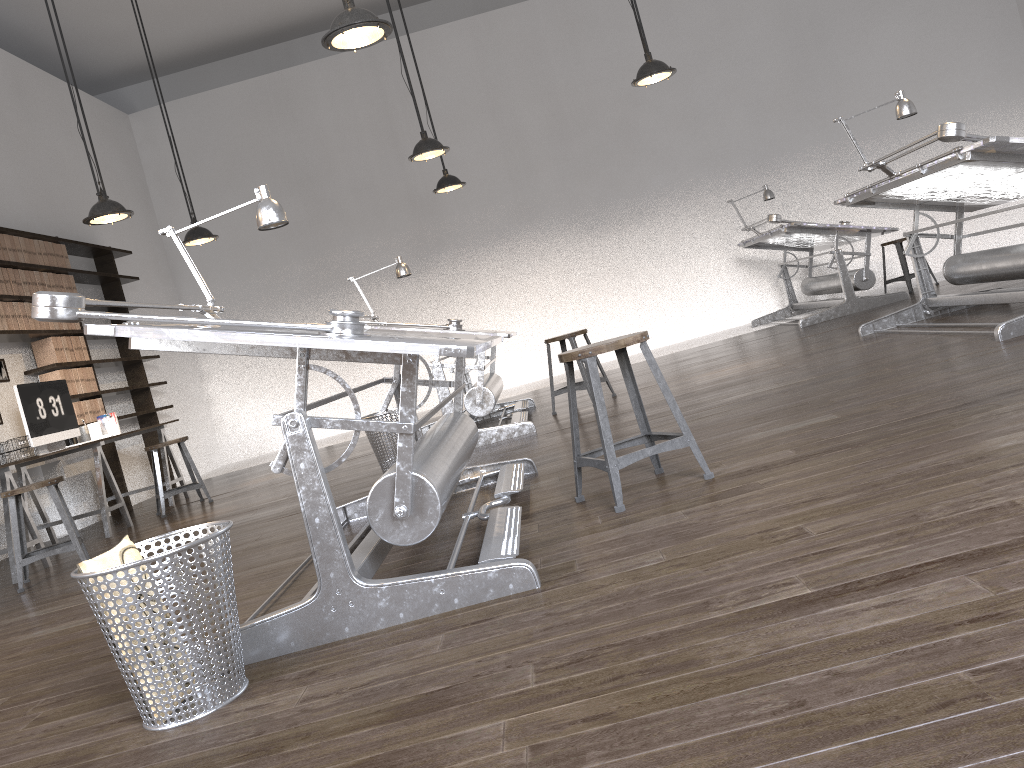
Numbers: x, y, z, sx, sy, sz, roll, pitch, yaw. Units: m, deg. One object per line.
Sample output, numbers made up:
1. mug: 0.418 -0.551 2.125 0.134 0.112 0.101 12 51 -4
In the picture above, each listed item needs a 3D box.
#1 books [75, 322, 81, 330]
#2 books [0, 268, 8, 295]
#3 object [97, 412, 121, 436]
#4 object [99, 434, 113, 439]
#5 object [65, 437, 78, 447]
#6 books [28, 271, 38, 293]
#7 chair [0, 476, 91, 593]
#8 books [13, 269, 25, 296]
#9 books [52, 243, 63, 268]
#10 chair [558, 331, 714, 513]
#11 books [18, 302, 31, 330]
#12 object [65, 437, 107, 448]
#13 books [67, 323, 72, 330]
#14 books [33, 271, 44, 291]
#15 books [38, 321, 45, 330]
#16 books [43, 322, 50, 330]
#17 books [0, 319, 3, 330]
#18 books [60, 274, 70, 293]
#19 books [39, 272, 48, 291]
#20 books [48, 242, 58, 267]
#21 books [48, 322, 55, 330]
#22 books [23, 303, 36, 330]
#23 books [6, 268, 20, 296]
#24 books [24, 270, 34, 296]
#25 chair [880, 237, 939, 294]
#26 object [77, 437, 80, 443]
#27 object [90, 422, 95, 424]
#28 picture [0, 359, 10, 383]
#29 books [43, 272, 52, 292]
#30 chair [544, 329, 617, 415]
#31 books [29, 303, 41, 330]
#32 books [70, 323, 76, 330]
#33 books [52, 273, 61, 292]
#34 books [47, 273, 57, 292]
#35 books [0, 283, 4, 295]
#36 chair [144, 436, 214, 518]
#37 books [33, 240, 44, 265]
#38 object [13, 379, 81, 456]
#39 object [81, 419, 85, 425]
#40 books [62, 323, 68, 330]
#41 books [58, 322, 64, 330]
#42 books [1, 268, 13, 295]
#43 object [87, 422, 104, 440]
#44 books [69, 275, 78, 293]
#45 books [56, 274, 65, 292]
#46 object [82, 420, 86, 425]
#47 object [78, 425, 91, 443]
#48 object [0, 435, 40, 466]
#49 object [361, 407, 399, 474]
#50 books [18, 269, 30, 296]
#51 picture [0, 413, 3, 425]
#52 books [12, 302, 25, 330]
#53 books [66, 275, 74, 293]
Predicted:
1. books: -3.808 -0.547 7.567 0.174 0.225 0.067 -15 1 2
2. books: -3.904 -0.745 6.635 0.174 0.225 0.067 -15 1 2
3. object: -3.213 0.336 7.063 0.146 0.196 0.143 -16 2 -26
4. object: -3.079 0.398 6.710 0.106 0.028 0.059 -15 3 -2
5. object: -3.392 0.423 6.809 0.092 0.142 0.096 -16 1 -19
6. books: -3.895 -0.773 7.073 0.174 0.225 0.067 -15 1 2
7. chair: -2.531 0.798 4.799 0.360 0.528 0.370 -16 1 -25
8. books: -3.900 -0.759 6.860 0.174 0.225 0.067 -15 1 2
9. books: -3.955 -1.072 7.548 0.174 0.225 0.067 -15 1 2
10. chair: 0.373 0.115 2.995 0.373 0.528 0.357 -16 1 -20
11. books: -3.825 -0.497 6.801 0.174 0.226 0.067 -15 1 2
12. object: -3.071 0.422 6.399 0.119 0.017 0.439 -15 3 -2
13. books: -3.816 -0.537 7.425 0.174 0.225 0.067 -15 1 2
14. books: -3.887 -0.779 7.140 0.174 0.226 0.067 -15 1 2
15. books: -3.827 -0.509 7.016 0.174 0.225 0.067 -15 1 2
16. books: -3.823 -0.515 7.086 0.174 0.225 0.067 -15 1 2
17. books: -3.833 -0.474 6.452 0.174 0.225 0.067 -15 1 2
18. books: -3.878 -0.806 7.552 0.174 0.226 0.067 -15 1 2
19. books: -3.890 -0.782 7.207 0.174 0.225 0.067 -15 1 2
20. books: -3.956 -1.067 7.473 0.174 0.225 0.067 -15 1 2
21. books: -3.818 -0.520 7.156 0.174 0.226 0.067 -15 1 2
22. books: -3.823 -0.502 6.874 0.174 0.225 0.067 -15 1 2
23. books: -3.897 -0.755 6.785 0.174 0.226 0.067 -15 1 2
24. books: -3.897 -0.768 7.002 0.174 0.225 0.067 -15 1 2
25. chair: 3.793 -1.142 8.560 0.373 0.528 0.357 -16 1 -20
26. object: -3.430 0.421 6.965 0.094 0.144 0.095 -15 1 19
27. object: -3.275 0.378 6.982 0.069 0.155 0.067 -16 1 -22
28. picture: -3.897 -0.097 6.690 0.023 0.183 0.251 -15 2 2
29. books: -3.887 -0.787 7.270 0.174 0.225 0.067 -15 1 2
30. chair: 0.444 -0.095 6.226 0.356 0.528 0.374 -14 2 30
31. books: -3.825 -0.506 6.946 0.174 0.225 0.067 -15 1 2
32. books: -3.814 -0.541 7.496 0.174 0.225 0.067 -15 1 2
33. books: -3.886 -0.795 7.413 0.174 0.225 0.067 -15 1 2
34. books: -3.884 -0.792 7.342 0.174 0.226 0.067 -15 1 2
35. books: -3.901 -0.742 6.572 0.174 0.226 0.067 -15 1 2
36. chair: -2.513 0.686 6.611 0.374 0.528 0.356 -16 1 -30
37. books: -3.960 -1.054 7.265 0.174 0.225 0.067 -15 1 2
38. object: -3.381 0.246 6.419 0.204 0.517 0.644 -15 2 2
39. object: -3.373 0.370 7.038 0.045 0.204 0.007 -15 0 -18
40. books: -3.812 -0.534 7.358 0.174 0.226 0.067 -15 1 2
41. books: -3.818 -0.528 7.291 0.174 0.225 0.067 -15 1 2
42. books: -3.904 -0.749 6.711 0.174 0.225 0.067 -15 1 2
43. object: -3.240 0.374 6.894 0.094 0.144 0.095 -15 1 28
44. books: -3.877 -0.813 7.682 0.174 0.225 0.067 -15 1 2
45. books: -3.886 -0.799 7.483 0.174 0.225 0.067 -15 1 2
46. object: -3.360 0.366 7.035 0.055 0.180 0.007 -15 0 -17
47. object: -3.339 0.400 6.924 0.095 0.143 0.097 -15 1 19
48. object: -3.401 0.455 6.064 0.204 0.161 0.284 -15 3 -6
49. object: -0.692 0.340 5.262 0.351 0.377 0.355 -14 2 24
50. books: -3.894 -0.765 6.931 0.174 0.225 0.067 -15 1 2
51. picture: -3.820 0.221 6.466 0.023 0.183 0.251 -15 2 2
52. books: -3.831 -0.492 6.738 0.174 0.225 0.067 -15 1 2
53. books: -3.880 -0.809 7.619 0.174 0.225 0.067 -15 1 2
